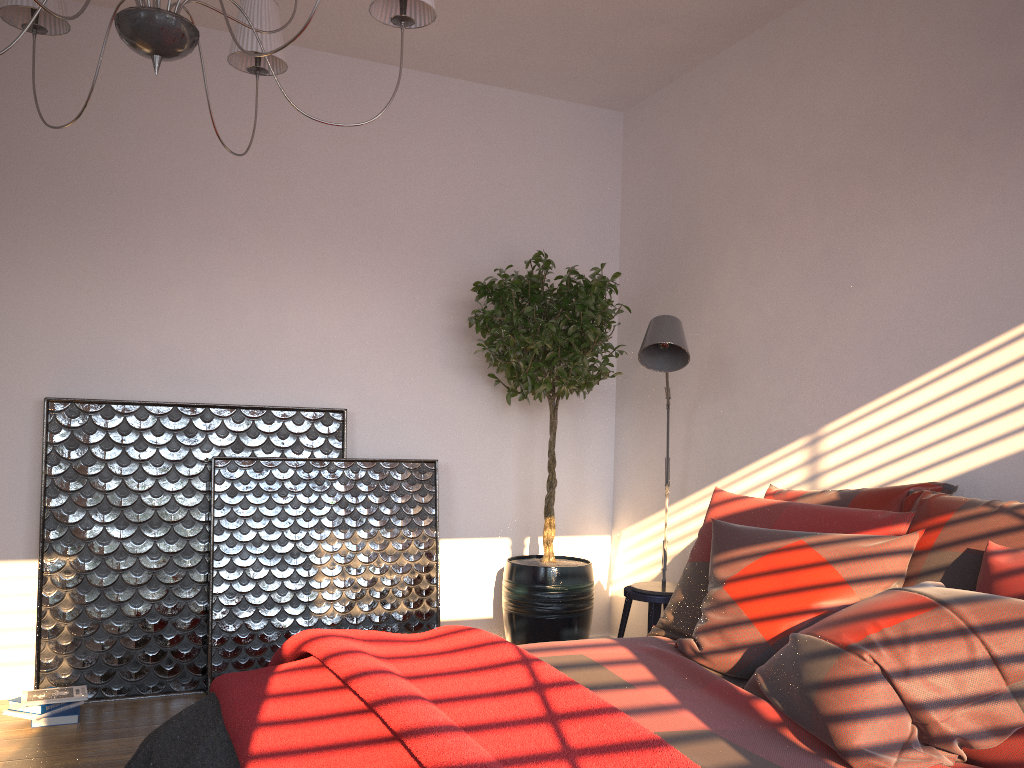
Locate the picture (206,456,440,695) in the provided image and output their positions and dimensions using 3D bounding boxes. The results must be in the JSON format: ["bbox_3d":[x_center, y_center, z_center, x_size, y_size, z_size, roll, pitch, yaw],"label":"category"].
[{"bbox_3d":[-0.822,0.846,3.978,1.026,1.026,0.210,2,-1,-24],"label":"picture"}]

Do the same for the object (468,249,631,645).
[{"bbox_3d":[0.140,0.382,4.255,0.801,2.018,0.813,2,-1,-21],"label":"object"}]

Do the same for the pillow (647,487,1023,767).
[{"bbox_3d":[1.003,0.602,2.347,0.528,0.551,1.816,2,-3,-23],"label":"pillow"}]

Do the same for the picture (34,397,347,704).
[{"bbox_3d":[-1.356,0.710,3.864,1.249,1.251,0.172,2,-1,-24],"label":"picture"}]

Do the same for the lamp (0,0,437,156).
[{"bbox_3d":[-0.749,-1.158,1.901,1.248,1.078,1.101,3,-2,-24],"label":"lamp"}]

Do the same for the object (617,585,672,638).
[{"bbox_3d":[0.650,1.139,3.862,0.342,0.480,0.338,2,-1,-24],"label":"object"}]

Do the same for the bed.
[{"bbox_3d":[0.434,0.881,2.016,2.315,0.769,2.038,3,-3,-24],"label":"bed"}]

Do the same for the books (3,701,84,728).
[{"bbox_3d":[-1.762,1.265,3.419,0.258,0.050,0.271,0,-4,21],"label":"books"}]

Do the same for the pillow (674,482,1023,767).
[{"bbox_3d":[1.004,0.625,2.260,1.145,0.733,2.143,3,-3,-26],"label":"pillow"}]

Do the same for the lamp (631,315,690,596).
[{"bbox_3d":[0.606,0.320,3.625,0.279,1.126,0.789,1,-1,17],"label":"lamp"}]

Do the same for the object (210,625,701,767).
[{"bbox_3d":[-0.185,0.918,1.771,0.683,0.659,2.647,2,-3,-23],"label":"object"}]

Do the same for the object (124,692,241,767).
[{"bbox_3d":[-0.301,0.939,1.679,1.123,0.567,2.508,3,-3,-24],"label":"object"}]

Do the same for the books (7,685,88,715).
[{"bbox_3d":[-1.794,1.215,3.423,0.271,0.050,0.258,3,-4,-28],"label":"books"}]
